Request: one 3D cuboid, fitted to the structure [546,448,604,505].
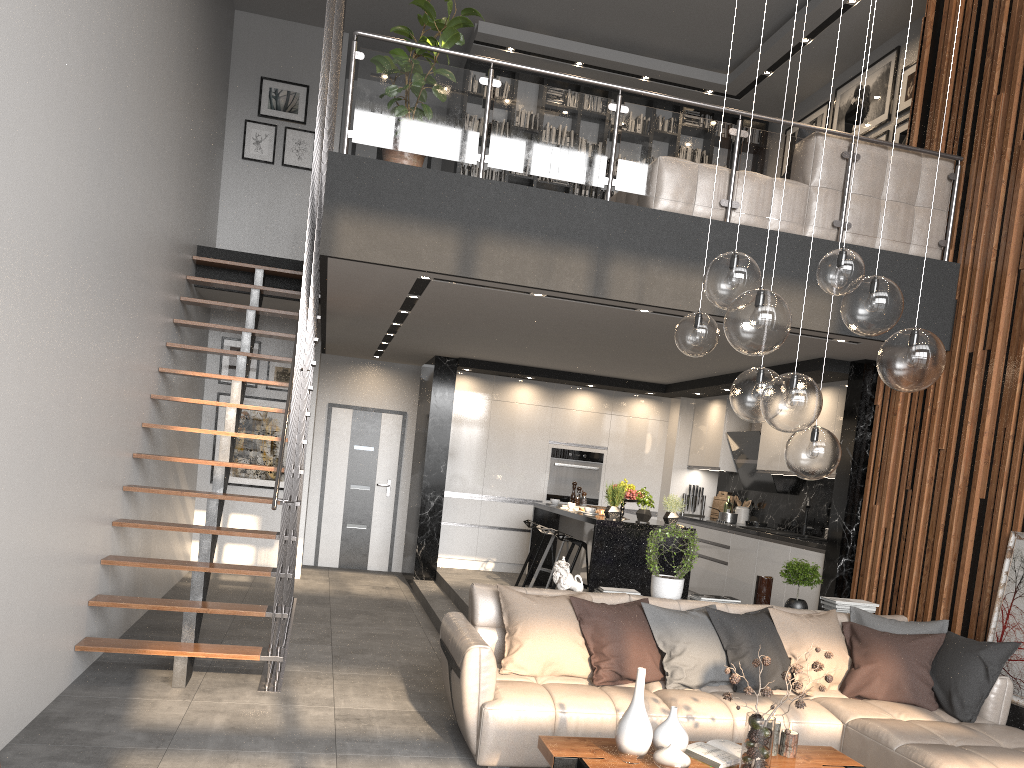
[{"bbox_3d":[0.702,1.136,10.821,0.657,0.636,0.648,6,-1,-12],"label":"structure"}]

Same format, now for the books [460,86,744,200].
[{"bbox_3d":[1.088,-2.014,9.854,3.450,2.349,0.209,7,4,-12],"label":"books"}]

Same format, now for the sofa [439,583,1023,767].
[{"bbox_3d":[1.317,1.708,4.732,3.255,0.823,1.869,7,-4,-12],"label":"sofa"}]

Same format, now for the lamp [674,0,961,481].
[{"bbox_3d":[1.344,-2.127,3.344,1.236,5.034,1.215,5,4,-15],"label":"lamp"}]

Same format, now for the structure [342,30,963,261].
[{"bbox_3d":[0.710,-1.357,7.274,4.236,0.743,3.364,7,-5,-12],"label":"structure"}]

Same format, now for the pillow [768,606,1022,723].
[{"bbox_3d":[2.238,1.684,5.307,1.376,0.551,0.764,5,-2,18],"label":"pillow"}]

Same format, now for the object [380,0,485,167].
[{"bbox_3d":[-0.567,-2.011,5.564,0.772,1.480,0.525,6,3,8],"label":"object"}]

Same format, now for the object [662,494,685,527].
[{"bbox_3d":[1.414,1.099,7.672,0.221,0.286,0.210,6,1,1],"label":"object"}]

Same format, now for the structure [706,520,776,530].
[{"bbox_3d":[2.429,1.502,9.324,0.511,0.060,0.598,7,-5,-12],"label":"structure"}]

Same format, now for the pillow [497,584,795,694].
[{"bbox_3d":[0.868,1.513,5.107,1.948,0.503,0.539,7,-1,-13],"label":"pillow"}]

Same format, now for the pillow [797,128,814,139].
[{"bbox_3d":[2.378,-1.473,6.781,0.757,0.549,1.391,5,-4,18],"label":"pillow"}]

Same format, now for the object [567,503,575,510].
[{"bbox_3d":[0.576,1.188,8.480,0.076,0.071,0.084,5,-2,37],"label":"object"}]

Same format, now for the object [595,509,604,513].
[{"bbox_3d":[0.838,1.195,8.191,0.131,0.060,0.069,7,-1,-12],"label":"object"}]

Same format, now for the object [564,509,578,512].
[{"bbox_3d":[0.635,1.224,8.425,0.228,0.003,0.228,7,-5,-12],"label":"object"}]

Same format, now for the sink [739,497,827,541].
[{"bbox_3d":[2.665,1.331,8.342,0.499,0.549,1.108,6,-3,-12],"label":"sink"}]

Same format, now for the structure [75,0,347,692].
[{"bbox_3d":[-2.052,-1.022,6.768,1.182,6.092,3.565,5,2,-12],"label":"structure"}]

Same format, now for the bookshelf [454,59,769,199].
[{"bbox_3d":[1.082,-1.970,9.866,3.533,2.536,0.245,7,4,-12],"label":"bookshelf"}]

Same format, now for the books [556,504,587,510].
[{"bbox_3d":[0.621,1.244,8.843,0.324,0.038,0.171,7,-5,-13],"label":"books"}]

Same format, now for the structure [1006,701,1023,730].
[{"bbox_3d":[3.488,2.048,3.916,0.669,0.459,6.509,7,-5,-12],"label":"structure"}]

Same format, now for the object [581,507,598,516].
[{"bbox_3d":[0.701,1.153,7.912,0.156,0.071,0.154,10,-5,-43],"label":"object"}]

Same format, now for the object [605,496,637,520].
[{"bbox_3d":[1.001,1.127,7.937,0.364,0.189,0.370,3,-4,42],"label":"object"}]

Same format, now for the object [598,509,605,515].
[{"bbox_3d":[0.836,1.190,8.137,0.074,0.059,0.060,6,-1,9],"label":"object"}]

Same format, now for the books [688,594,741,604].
[{"bbox_3d":[1.341,1.475,5.879,0.326,0.099,0.204,7,-4,-12],"label":"books"}]

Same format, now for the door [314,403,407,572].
[{"bbox_3d":[-1.920,1.335,11.084,0.977,2.098,0.167,6,4,-12],"label":"door"}]

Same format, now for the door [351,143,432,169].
[{"bbox_3d":[-1.574,-1.942,10.853,0.977,2.098,0.167,6,4,-12],"label":"door"}]

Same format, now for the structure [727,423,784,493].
[{"bbox_3d":[2.621,0.621,9.284,0.415,1.037,0.732,5,1,-12],"label":"structure"}]

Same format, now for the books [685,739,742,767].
[{"bbox_3d":[0.937,1.626,3.855,0.345,0.040,0.230,10,-6,-34],"label":"books"}]

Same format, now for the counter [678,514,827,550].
[{"bbox_3d":[2.516,1.493,8.907,0.612,0.040,3.445,7,-5,-12],"label":"counter"}]

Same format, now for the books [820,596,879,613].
[{"bbox_3d":[2.322,1.569,6.046,0.333,0.151,0.199,7,-2,-12],"label":"books"}]

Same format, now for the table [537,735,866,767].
[{"bbox_3d":[0.899,1.796,3.614,1.457,0.357,0.894,7,-4,-12],"label":"table"}]

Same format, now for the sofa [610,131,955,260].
[{"bbox_3d":[1.796,-1.281,7.007,2.285,0.786,2.279,7,-4,-12],"label":"sofa"}]

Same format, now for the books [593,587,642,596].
[{"bbox_3d":[0.704,1.399,5.741,0.349,0.100,0.193,7,-3,-12],"label":"books"}]

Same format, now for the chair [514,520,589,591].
[{"bbox_3d":[0.403,1.755,8.485,0.436,0.739,1.722,6,-4,-12],"label":"chair"}]

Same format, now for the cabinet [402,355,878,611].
[{"bbox_3d":[1.079,0.822,8.682,3.632,3.258,6.178,6,-3,-12],"label":"cabinet"}]

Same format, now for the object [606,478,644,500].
[{"bbox_3d":[1.024,0.963,7.936,0.349,0.216,0.317,7,-2,-15],"label":"object"}]
